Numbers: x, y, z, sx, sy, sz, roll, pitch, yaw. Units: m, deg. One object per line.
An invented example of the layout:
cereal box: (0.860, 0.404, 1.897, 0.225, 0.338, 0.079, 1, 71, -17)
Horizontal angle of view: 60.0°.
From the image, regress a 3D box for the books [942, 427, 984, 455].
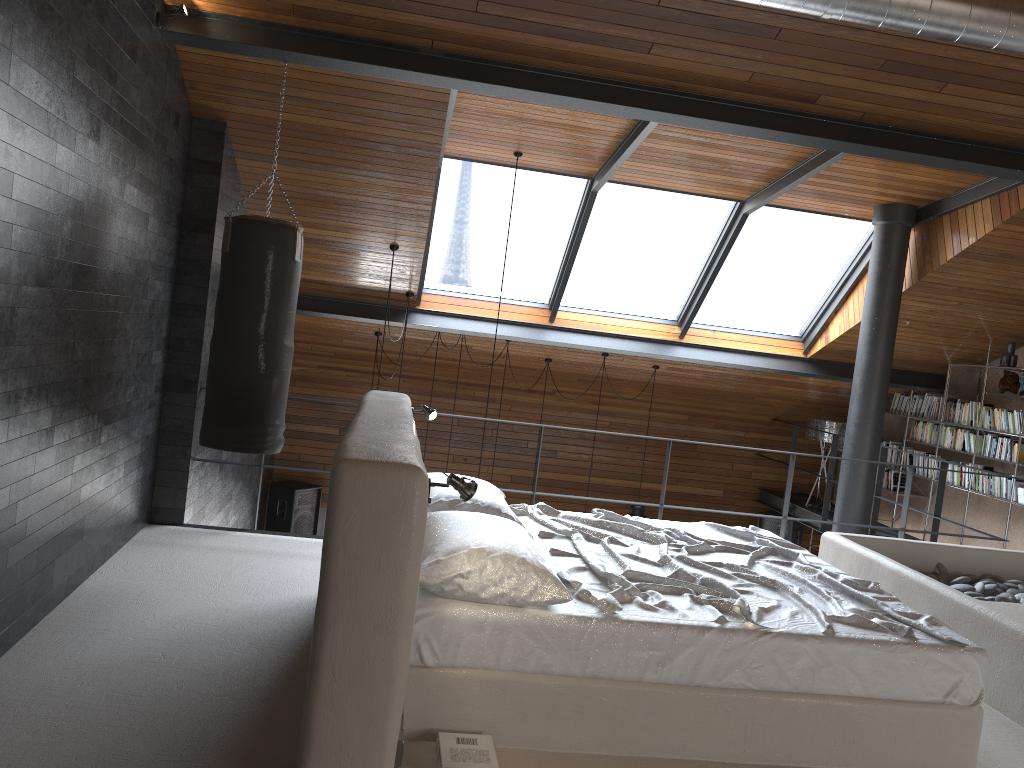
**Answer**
books: (4.355, 0.541, 8.518, 0.139, 0.208, 0.494, 7, 3, -8)

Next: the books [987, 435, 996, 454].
books: (4.466, 0.572, 8.151, 0.192, 0.204, 0.012, 7, 3, -8)

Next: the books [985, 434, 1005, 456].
books: (4.460, 0.569, 8.162, 0.191, 0.207, 0.012, 7, 3, -8)

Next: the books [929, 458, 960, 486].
books: (4.292, 0.860, 8.704, 0.139, 0.211, 0.467, 7, 3, -8)

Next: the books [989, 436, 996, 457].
books: (4.447, 0.580, 8.107, 0.160, 0.187, 0.021, 7, 3, -8)

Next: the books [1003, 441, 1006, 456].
books: (4.469, 0.601, 7.933, 0.148, 0.167, 0.014, 7, 3, -8)

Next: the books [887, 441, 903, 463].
books: (4.196, 0.769, 9.729, 0.143, 0.268, 0.020, 7, 3, -8)

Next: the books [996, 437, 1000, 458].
books: (4.447, 0.584, 7.996, 0.148, 0.190, 0.013, 7, 3, -8)

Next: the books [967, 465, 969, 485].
books: (4.355, 0.878, 8.360, 0.137, 0.216, 0.049, 7, 3, -8)

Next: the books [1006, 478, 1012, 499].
books: (4.444, 0.927, 7.839, 0.160, 0.187, 0.060, 7, 3, -8)

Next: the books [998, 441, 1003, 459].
books: (4.451, 0.600, 7.969, 0.143, 0.161, 0.019, 7, 3, -8)

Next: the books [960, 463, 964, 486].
books: (4.351, 0.871, 8.464, 0.155, 0.215, 0.055, 7, 3, -8)

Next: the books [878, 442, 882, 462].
books: (4.163, 0.774, 9.888, 0.148, 0.234, 0.013, 7, 3, -8)

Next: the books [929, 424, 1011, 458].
books: (4.373, 0.538, 8.542, 0.138, 0.212, 1.041, 7, 3, -8)

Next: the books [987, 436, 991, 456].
books: (4.444, 0.577, 8.136, 0.148, 0.190, 0.013, 7, 3, -8)

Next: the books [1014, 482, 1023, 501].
books: (4.449, 0.942, 7.746, 0.130, 0.166, 0.046, 7, 3, -8)

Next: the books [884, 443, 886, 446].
books: (4.183, 0.780, 9.825, 0.148, 0.234, 0.013, 7, 3, -8)

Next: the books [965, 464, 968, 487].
books: (4.362, 0.878, 8.404, 0.137, 0.216, 0.049, 7, 3, -8)

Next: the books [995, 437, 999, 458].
books: (4.449, 0.584, 8.024, 0.129, 0.188, 0.010, 7, 3, -8)

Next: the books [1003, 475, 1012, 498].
books: (4.457, 0.916, 7.894, 0.191, 0.205, 0.055, 7, 3, -8)

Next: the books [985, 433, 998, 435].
books: (4.460, 0.566, 8.215, 0.207, 0.207, 0.010, 7, 3, -8)

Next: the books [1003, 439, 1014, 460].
books: (4.468, 0.590, 7.918, 0.148, 0.190, 0.013, 7, 3, -8)

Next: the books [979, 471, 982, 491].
books: (4.383, 0.895, 8.187, 0.137, 0.201, 0.047, 7, 3, -8)

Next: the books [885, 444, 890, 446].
books: (4.187, 0.783, 9.796, 0.160, 0.231, 0.021, 7, 3, -8)

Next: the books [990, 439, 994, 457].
books: (4.431, 0.590, 8.081, 0.130, 0.169, 0.010, 7, 3, -8)

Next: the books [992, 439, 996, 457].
books: (4.446, 0.590, 8.069, 0.146, 0.171, 0.018, 7, 3, -8)

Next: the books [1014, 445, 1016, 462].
books: (4.472, 0.619, 7.784, 0.131, 0.147, 0.045, 7, 3, -8)

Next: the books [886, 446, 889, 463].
books: (4.185, 0.795, 9.758, 0.146, 0.210, 0.018, 7, 3, -8)

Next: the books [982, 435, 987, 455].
books: (4.424, 0.571, 8.199, 0.148, 0.190, 0.013, 7, 3, -8)

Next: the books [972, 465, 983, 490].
books: (4.354, 0.873, 8.247, 0.148, 0.233, 0.053, 7, 3, -8)

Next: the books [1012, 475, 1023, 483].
books: (4.453, 0.916, 7.773, 0.143, 0.217, 0.066, 7, 3, -8)

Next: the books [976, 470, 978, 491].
books: (4.378, 0.891, 8.226, 0.149, 0.205, 0.049, 7, 3, -8)

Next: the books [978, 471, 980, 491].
books: (4.371, 0.903, 8.199, 0.131, 0.180, 0.042, 7, 3, -8)

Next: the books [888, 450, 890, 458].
books: (4.188, 0.787, 9.713, 0.129, 0.231, 0.010, 7, 3, -8)

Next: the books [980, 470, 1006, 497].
books: (4.398, 0.904, 8.061, 0.136, 0.210, 0.273, 7, 3, -8)

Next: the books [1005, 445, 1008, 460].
books: (4.462, 0.614, 7.894, 0.128, 0.143, 0.009, 7, 3, -8)

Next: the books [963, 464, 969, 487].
books: (4.348, 0.876, 8.415, 0.133, 0.218, 0.051, 7, 3, -8)

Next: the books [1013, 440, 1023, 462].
books: (4.464, 0.597, 7.799, 0.129, 0.186, 0.050, 7, 3, -8)

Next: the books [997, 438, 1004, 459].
books: (4.453, 0.585, 7.984, 0.148, 0.190, 0.013, 7, 3, -8)

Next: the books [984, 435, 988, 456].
books: (4.444, 0.575, 8.174, 0.169, 0.189, 0.018, 7, 3, -8)

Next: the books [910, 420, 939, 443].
books: (4.277, 0.495, 9.164, 0.130, 0.216, 0.311, 7, 3, -8)

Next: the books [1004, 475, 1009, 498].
books: (4.463, 0.919, 7.883, 0.192, 0.202, 0.055, 7, 3, -8)

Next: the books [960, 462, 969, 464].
books: (4.341, 0.866, 8.482, 0.117, 0.220, 0.054, 7, 3, -8)

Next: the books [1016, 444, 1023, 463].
books: (4.478, 0.612, 7.769, 0.129, 0.165, 0.056, 7, 3, -8)

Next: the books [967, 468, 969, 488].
books: (4.354, 0.890, 8.344, 0.138, 0.191, 0.049, 7, 3, -8)

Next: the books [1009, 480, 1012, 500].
books: (4.443, 0.937, 7.800, 0.146, 0.171, 0.054, 7, 3, -8)

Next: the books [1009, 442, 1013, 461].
books: (4.467, 0.606, 7.842, 0.148, 0.167, 0.053, 7, 3, -8)

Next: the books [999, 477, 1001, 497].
books: (4.421, 0.918, 7.931, 0.148, 0.189, 0.053, 7, 3, -8)

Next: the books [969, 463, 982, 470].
books: (4.361, 0.869, 8.328, 0.143, 0.236, 0.062, 7, 3, -8)

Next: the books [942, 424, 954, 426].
books: (4.345, 0.515, 8.879, 0.143, 0.218, 0.020, 7, 3, -8)

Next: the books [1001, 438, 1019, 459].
books: (4.467, 0.586, 7.950, 0.146, 0.195, 0.023, 7, 3, -8)

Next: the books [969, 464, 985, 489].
books: (4.347, 0.870, 8.295, 0.148, 0.233, 0.053, 7, 3, -8)

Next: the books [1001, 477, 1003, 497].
books: (4.441, 0.922, 7.906, 0.169, 0.188, 0.058, 7, 3, -8)

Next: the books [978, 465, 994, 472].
books: (4.389, 0.879, 8.217, 0.148, 0.233, 0.053, 7, 3, -8)

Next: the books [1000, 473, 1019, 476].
books: (4.457, 0.913, 7.947, 0.207, 0.206, 0.053, 7, 3, -8)

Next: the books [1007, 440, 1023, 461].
books: (4.471, 0.593, 7.883, 0.129, 0.188, 0.010, 7, 3, -8)

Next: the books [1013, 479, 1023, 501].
books: (4.446, 0.931, 7.756, 0.129, 0.186, 0.050, 7, 3, -8)
